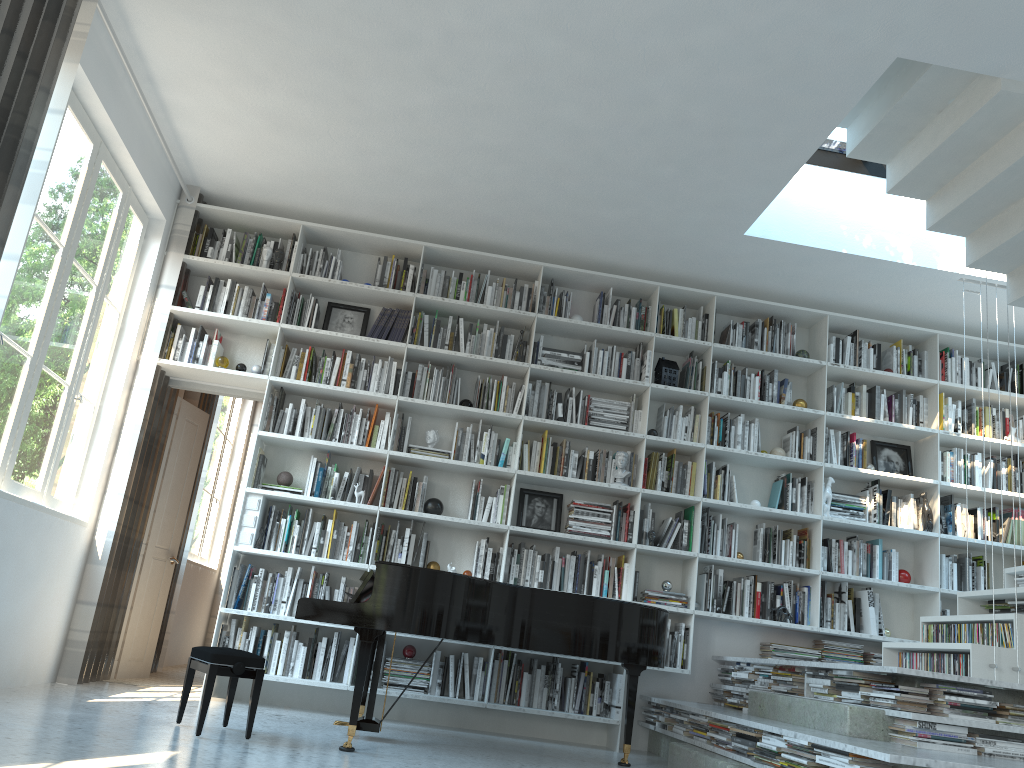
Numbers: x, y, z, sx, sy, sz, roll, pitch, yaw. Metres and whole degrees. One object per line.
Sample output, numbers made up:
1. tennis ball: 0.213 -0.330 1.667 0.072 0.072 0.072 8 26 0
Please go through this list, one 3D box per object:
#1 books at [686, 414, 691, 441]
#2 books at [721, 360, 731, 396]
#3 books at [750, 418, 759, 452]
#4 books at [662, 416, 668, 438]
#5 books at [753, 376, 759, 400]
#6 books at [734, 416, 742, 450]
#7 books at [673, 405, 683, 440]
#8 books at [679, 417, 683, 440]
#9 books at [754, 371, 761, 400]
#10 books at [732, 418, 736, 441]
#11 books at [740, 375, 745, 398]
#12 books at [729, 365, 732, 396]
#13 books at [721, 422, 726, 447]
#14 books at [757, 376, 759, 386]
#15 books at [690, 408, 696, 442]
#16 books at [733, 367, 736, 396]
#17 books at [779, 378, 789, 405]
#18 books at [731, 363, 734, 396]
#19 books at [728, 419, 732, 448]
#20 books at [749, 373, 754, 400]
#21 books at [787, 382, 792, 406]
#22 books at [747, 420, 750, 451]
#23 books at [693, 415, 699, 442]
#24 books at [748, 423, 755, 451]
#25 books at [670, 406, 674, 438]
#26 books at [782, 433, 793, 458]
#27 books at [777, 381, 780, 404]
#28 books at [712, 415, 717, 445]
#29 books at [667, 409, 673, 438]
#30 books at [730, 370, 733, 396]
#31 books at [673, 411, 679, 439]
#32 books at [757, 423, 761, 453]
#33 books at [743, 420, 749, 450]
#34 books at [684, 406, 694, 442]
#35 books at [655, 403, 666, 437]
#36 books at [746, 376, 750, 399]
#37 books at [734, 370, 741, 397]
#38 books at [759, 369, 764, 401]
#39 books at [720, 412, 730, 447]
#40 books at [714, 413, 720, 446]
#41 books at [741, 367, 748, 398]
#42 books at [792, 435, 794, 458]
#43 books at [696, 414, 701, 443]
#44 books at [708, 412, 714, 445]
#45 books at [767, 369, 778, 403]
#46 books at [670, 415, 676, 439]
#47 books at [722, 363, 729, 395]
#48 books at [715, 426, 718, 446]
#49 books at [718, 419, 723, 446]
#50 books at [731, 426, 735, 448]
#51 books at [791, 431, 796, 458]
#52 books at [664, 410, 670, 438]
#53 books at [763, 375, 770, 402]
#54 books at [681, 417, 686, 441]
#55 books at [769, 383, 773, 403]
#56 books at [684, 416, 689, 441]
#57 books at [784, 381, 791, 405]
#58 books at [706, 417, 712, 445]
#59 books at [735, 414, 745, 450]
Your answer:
1. books: 1.213 0.340 6.231 0.024 0.233 0.150 9 -16 -5
2. books: 1.527 -0.003 6.361 0.014 0.306 0.153 9 -16 -5
3. books: 1.692 0.393 6.266 0.024 0.271 0.170 9 -16 -5
4. books: 1.045 0.333 6.200 0.028 0.185 0.182 9 -16 -5
5. books: 1.718 0.071 6.353 0.021 0.208 0.181 9 -16 -5
6. books: 1.570 0.377 6.249 0.030 0.262 0.182 9 -16 -5
7. books: 1.145 0.302 6.209 0.028 0.274 0.187 9 -16 -5
8. books: 1.154 0.346 6.211 0.024 0.194 0.173 9 -16 -5
9. books: 1.747 0.053 6.377 0.012 0.264 0.157 9 -16 -5
10. books: 1.546 0.383 6.270 0.011 0.256 0.131 9 -16 -5
11. books: 1.632 0.060 6.378 0.028 0.223 0.142 9 -16 -5
12. books: 1.536 0.017 6.356 0.010 0.268 0.166 9 -16 -5
13. books: 1.465 0.389 6.256 0.026 0.215 0.162 9 -16 -5
14. books: 1.733 0.071 6.369 0.011 0.221 0.159 9 -16 -5
15. books: 1.249 0.324 6.239 0.025 0.276 0.173 9 -16 -5
16. books: 1.575 0.025 6.381 0.012 0.275 0.133 9 -16 -5
17. books: 1.924 0.092 6.378 0.054 0.234 0.172 9 -16 -5
18. books: 1.561 0.012 6.376 0.021 0.295 0.139 9 -16 -5
19. books: 1.506 0.382 6.249 0.022 0.236 0.165 9 -16 -5
20. books: 1.697 0.059 6.369 0.023 0.236 0.149 9 -16 -5
21. books: 1.979 0.112 6.408 0.026 0.228 0.141 9 -16 -5
22. books: 1.643 0.398 6.285 0.024 0.261 0.134 9 -16 -5
23. books: 1.264 0.345 6.219 0.028 0.229 0.177 9 -16 -5
24. books: 1.666 0.412 6.270 0.021 0.231 0.183 9 -16 -5
25. books: 1.099 0.303 6.232 0.019 0.274 0.146 9 -16 -5
26. books: 1.954 0.468 6.307 0.015 0.219 0.140 9 -16 -5
27. books: 1.880 0.100 6.383 0.030 0.212 0.157 9 -16 -5
28. books: 1.402 0.361 6.244 0.014 0.247 0.177 9 -16 -5
29. books: 1.083 0.313 6.227 0.028 0.249 0.165 9 -16 -5
30. books: 1.544 0.036 6.361 0.012 0.235 0.166 9 -16 -5
31. books: 1.123 0.324 6.223 0.023 0.235 0.179 9 -16 -5
32. books: 1.726 0.415 6.289 0.034 0.253 0.161 9 -16 -5
33. books: 1.621 0.397 6.262 0.025 0.244 0.184 9 -16 -5
34. books: 1.234 0.315 6.242 0.028 0.292 0.155 9 -16 -5
35. books: 1.036 0.290 6.233 0.018 0.284 0.160 9 -16 -5
36. books: 1.671 0.068 6.375 0.025 0.215 0.144 9 -16 -5
37. books: 1.595 0.039 6.355 0.027 0.240 0.160 9 -16 -5
38. books: 1.777 0.052 6.395 0.012 0.284 0.160 9 -16 -5
39. books: 1.491 0.357 6.248 0.014 0.279 0.178 9 -16 -5
40. books: 1.435 0.357 6.280 0.014 0.283 0.136 9 -16 -5
41. books: 1.656 0.033 6.384 0.013 0.283 0.155 9 -16 -5
42. books: 1.964 0.475 6.302 0.005 0.204 0.154 9 -16 -5
43. books: 1.281 0.348 6.236 0.026 0.237 0.173 9 -16 -5
44. books: 1.388 0.348 6.263 0.014 0.277 0.154 9 -16 -5
45. books: 1.858 0.057 6.376 0.029 0.284 0.184 9 -16 -5
46. books: 1.106 0.337 6.223 0.023 0.206 0.171 9 -16 -5
47. books: 1.512 0.008 6.362 0.011 0.282 0.173 9 -16 -5
48. books: 1.413 0.400 6.248 0.021 0.178 0.137 9 -16 -5
49. books: 1.448 0.376 6.255 0.013 0.235 0.158 9 -16 -5
50. books: 1.525 0.408 6.254 0.025 0.193 0.171 9 -16 -5
51. books: 1.974 0.463 6.305 0.012 0.231 0.154 9 -16 -5
52. books: 1.065 0.315 6.229 0.024 0.242 0.160 9 -16 -5
53. books: 1.797 0.073 6.373 0.030 0.237 0.186 9 -16 -5
54. books: 1.173 0.349 6.215 0.027 0.196 0.185 9 -16 -5
55. books: 1.822 0.105 6.372 0.027 0.181 0.176 9 -16 -5
56. books: 1.194 0.346 6.219 0.029 0.210 0.158 9 -16 -5
57. books: 1.944 0.107 6.386 0.048 0.216 0.183 9 -16 -5
58. books: 1.363 0.363 6.260 0.030 0.241 0.138 9 -16 -5
59. books: 1.597 0.373 6.281 0.027 0.294 0.160 9 -16 -5
